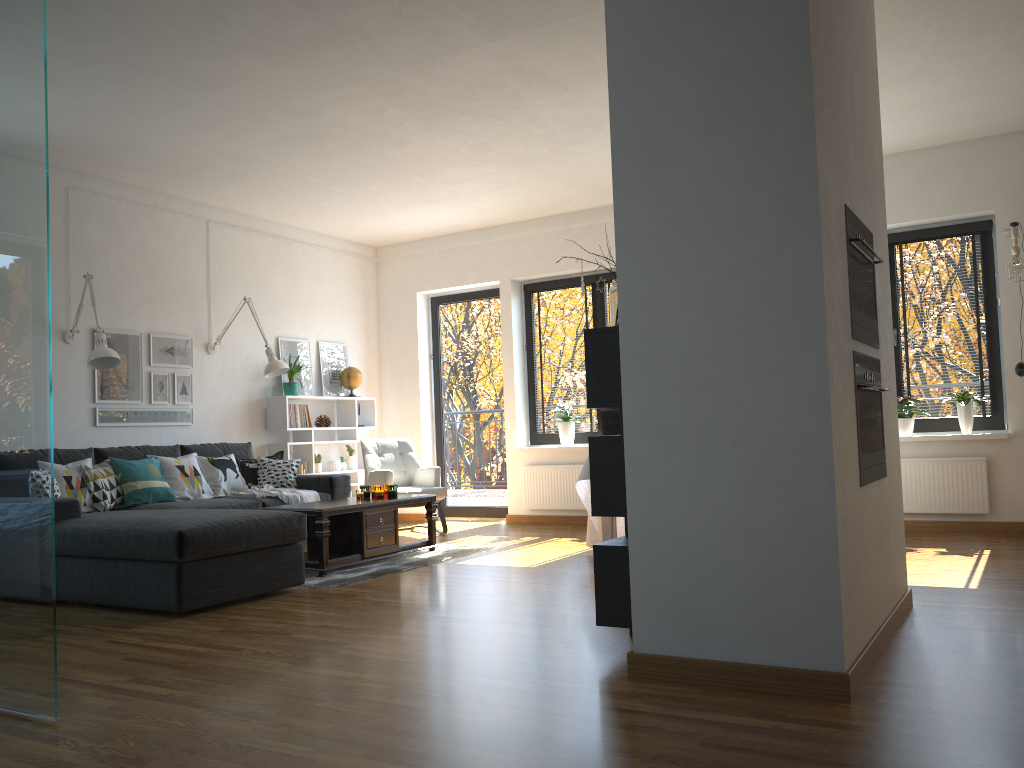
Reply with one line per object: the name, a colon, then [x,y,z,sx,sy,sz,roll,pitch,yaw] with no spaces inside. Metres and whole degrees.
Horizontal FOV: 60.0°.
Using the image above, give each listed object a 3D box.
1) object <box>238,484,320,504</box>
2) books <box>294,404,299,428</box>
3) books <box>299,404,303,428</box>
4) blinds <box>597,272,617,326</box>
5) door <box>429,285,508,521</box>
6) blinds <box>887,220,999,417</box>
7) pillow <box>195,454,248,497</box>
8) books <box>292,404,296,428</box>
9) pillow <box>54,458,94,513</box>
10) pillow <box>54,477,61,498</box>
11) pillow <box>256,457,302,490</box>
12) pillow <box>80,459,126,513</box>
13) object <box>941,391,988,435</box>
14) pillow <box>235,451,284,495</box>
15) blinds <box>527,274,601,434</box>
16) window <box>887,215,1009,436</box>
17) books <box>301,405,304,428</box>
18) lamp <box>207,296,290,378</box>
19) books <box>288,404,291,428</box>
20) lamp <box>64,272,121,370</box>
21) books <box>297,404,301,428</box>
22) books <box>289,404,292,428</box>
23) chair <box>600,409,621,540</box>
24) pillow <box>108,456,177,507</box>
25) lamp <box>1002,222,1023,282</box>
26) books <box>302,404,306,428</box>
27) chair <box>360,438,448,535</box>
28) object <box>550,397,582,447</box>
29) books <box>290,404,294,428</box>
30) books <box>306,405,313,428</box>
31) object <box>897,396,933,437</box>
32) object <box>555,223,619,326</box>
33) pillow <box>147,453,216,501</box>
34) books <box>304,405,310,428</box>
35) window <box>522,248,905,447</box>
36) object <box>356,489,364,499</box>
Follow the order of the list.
object: [-1.766,0.848,6.467,0.606,0.212,0.488,-4,-4,27]
books: [-1.921,0.283,7.713,0.133,0.210,0.044,-4,-3,31]
books: [-1.896,0.285,7.764,0.133,0.209,0.044,-4,-3,30]
blinds: [1.110,-0.303,7.785,0.711,1.421,0.049,-4,-3,31]
door: [-0.381,0.196,8.702,0.976,2.273,0.119,-4,-3,31]
blinds: [3.184,-0.455,6.559,0.711,1.421,0.049,-4,-3,31]
pillow: [-2.143,0.682,6.604,0.266,0.318,0.382,-4,-3,30]
books: [-1.938,0.283,7.692,0.136,0.209,0.044,-4,-3,31]
pillow: [-2.733,0.636,5.491,0.173,0.344,0.360,-4,-3,30]
pillow: [-2.766,0.651,5.255,0.160,0.319,0.334,-1,-3,-24]
pillow: [-1.803,0.713,6.870,0.358,0.312,0.170,-1,-3,-19]
pillow: [-2.675,0.667,5.729,0.242,0.362,0.454,-2,-3,-3]
object: [3.238,0.204,6.357,0.292,0.315,0.354,-3,-3,22]
pillow: [-1.987,0.707,6.914,0.449,0.358,0.234,0,-3,-33]
blinds: [0.489,-0.257,8.152,0.711,1.421,0.049,-4,-3,31]
window: [2.874,-0.387,6.786,1.562,1.587,0.119,-4,-3,31]
books: [-1.886,0.288,7.784,0.131,0.204,0.035,-4,-3,31]
lamp: [-2.107,-0.374,7.128,0.698,0.669,0.200,-3,-3,21]
books: [-1.969,0.281,7.639,0.129,0.205,0.043,-4,-3,31]
lamp: [-2.837,-0.417,5.895,0.698,0.669,0.200,-5,-4,40]
books: [-1.911,0.285,7.740,0.135,0.208,0.048,-4,-3,31]
books: [-1.959,0.284,7.659,0.136,0.210,0.033,-4,-3,31]
chair: [0.901,0.626,5.629,0.462,0.959,0.545,-4,-3,36]
pillow: [-2.501,0.651,6.008,0.273,0.340,0.414,-4,-3,30]
lamp: [3.438,-0.887,6.057,0.131,0.395,0.312,-4,-3,35]
books: [-1.876,0.287,7.803,0.133,0.208,0.044,-4,-3,31]
chair: [-0.950,0.876,7.588,0.545,0.831,0.685,0,-3,-34]
object: [0.484,0.339,7.939,0.286,0.443,0.340,-3,-3,19]
books: [-1.949,0.281,7.673,0.129,0.209,0.035,-4,-3,31]
books: [-1.837,0.289,7.860,0.132,0.204,0.070,-4,-3,31]
object: [2.868,0.231,6.513,0.380,0.308,0.371,-3,-3,5]
object: [0.375,-0.461,3.451,0.426,0.521,0.298,-4,-3,27]
pillow: [-2.324,0.677,6.311,0.285,0.368,0.436,-4,-3,30]
books: [-1.857,0.288,7.835,0.128,0.211,0.061,-4,-3,31]
window: [7.438,2.258,17.697,21.828,18.359,12.981,-1,-3,-29]
object: [-1.050,0.761,6.131,0.060,0.061,0.060,-4,-4,36]
